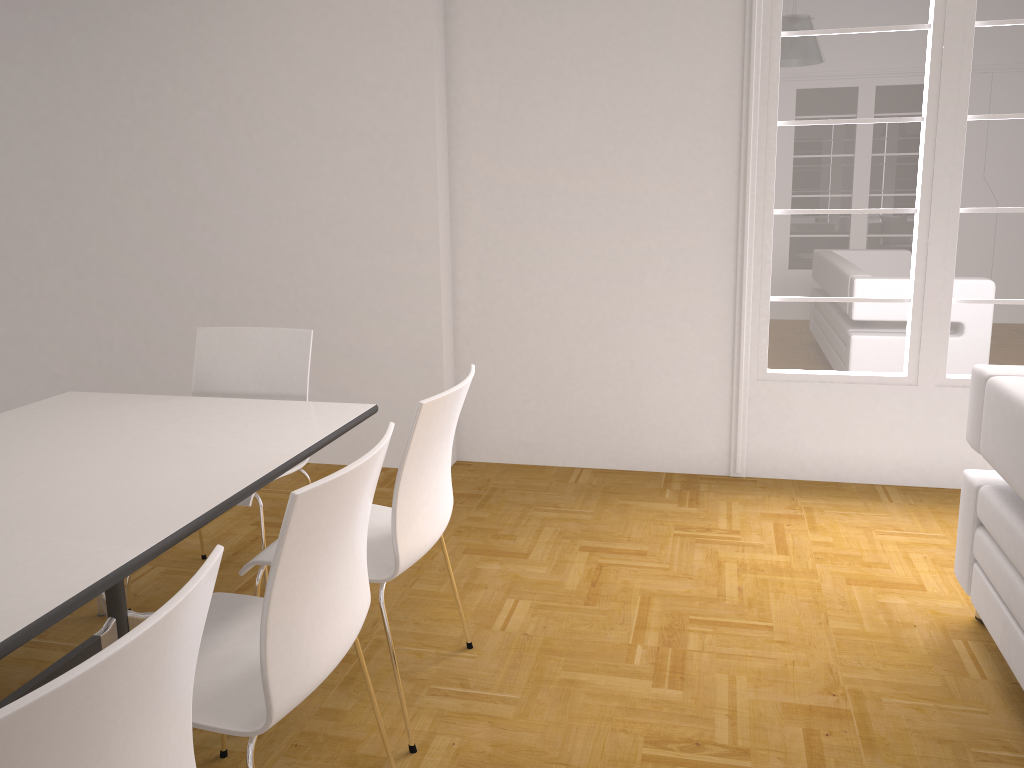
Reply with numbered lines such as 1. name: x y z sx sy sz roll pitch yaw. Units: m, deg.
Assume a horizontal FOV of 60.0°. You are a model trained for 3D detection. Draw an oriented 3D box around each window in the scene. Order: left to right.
1. window: 2.713 -0.729 3.862 3.350 2.518 0.196 2 12 13

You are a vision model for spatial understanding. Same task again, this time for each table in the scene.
1. table: -1.309 0.658 2.051 1.211 0.719 2.420 2 13 13

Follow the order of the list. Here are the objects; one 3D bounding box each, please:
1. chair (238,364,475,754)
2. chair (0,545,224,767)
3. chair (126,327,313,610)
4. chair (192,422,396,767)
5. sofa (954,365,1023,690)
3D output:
1. chair: -0.395 0.438 2.513 0.575 0.927 0.563 2 12 13
2. chair: -0.705 0.731 1.214 0.575 0.927 0.563 2 12 13
3. chair: -1.016 0.298 3.193 0.561 0.927 0.578 2 12 13
4. chair: -0.545 0.580 1.883 0.575 0.927 0.563 2 12 13
5. sofa: 1.586 0.635 1.607 0.822 0.845 2.633 2 13 13
